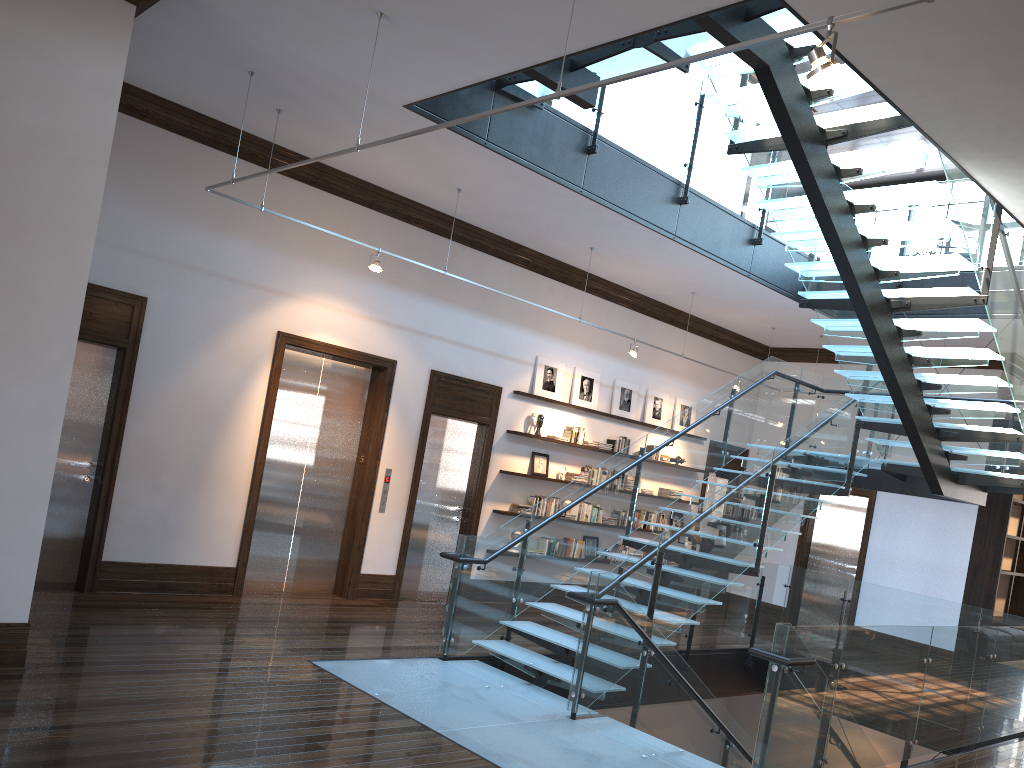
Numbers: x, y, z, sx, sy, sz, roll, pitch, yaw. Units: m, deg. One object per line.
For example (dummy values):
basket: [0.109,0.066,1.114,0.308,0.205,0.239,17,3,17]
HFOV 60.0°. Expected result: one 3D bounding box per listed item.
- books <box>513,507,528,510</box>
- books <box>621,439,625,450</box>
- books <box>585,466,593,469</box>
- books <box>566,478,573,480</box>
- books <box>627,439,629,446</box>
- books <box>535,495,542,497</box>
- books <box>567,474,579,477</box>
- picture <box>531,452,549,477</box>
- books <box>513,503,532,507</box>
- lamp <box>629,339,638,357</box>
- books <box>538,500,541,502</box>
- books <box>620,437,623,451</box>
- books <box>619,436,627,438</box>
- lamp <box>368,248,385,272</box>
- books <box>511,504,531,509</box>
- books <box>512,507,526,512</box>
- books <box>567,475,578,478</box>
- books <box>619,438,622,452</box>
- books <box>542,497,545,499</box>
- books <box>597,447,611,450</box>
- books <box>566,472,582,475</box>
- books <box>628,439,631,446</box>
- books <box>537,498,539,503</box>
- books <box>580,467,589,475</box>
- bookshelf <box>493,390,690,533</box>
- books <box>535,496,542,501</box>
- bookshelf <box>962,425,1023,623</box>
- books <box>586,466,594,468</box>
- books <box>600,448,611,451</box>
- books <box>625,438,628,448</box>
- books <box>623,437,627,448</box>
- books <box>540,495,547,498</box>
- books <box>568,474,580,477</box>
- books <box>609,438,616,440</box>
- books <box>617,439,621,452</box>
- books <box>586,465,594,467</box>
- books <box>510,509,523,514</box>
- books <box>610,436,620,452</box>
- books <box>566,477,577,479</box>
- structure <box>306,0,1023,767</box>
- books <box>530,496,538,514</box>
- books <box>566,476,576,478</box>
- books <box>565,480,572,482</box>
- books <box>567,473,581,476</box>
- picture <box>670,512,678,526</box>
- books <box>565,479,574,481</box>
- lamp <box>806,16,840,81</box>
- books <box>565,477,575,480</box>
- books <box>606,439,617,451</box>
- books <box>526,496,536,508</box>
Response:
books: [0.121,1.586,11.303,0.185,0.011,0.158,14,-7,-42]
books: [1.519,0.867,12.454,0.015,0.203,0.130,10,-1,-42]
books: [1.029,1.247,12.088,0.009,0.235,0.131,10,-1,-42]
books: [0.858,1.296,11.925,0.141,0.011,0.259,5,-7,43]
books: [1.570,0.876,12.490,0.024,0.209,0.146,10,-2,-42]
books: [0.323,1.575,11.504,0.011,0.252,0.114,10,-1,-42]
books: [0.865,1.242,11.928,0.141,0.011,0.258,5,-7,45]
picture: [0.366,1.046,11.505,0.303,0.299,0.077,12,-2,-42]
books: [0.129,1.547,11.309,0.217,0.014,0.134,14,-7,-42]
lamp: [1.499,-0.443,10.911,0.114,0.230,0.114,10,-1,2]
books: [0.306,1.594,11.464,0.013,0.202,0.155,10,-2,-42]
books: [1.479,0.849,12.409,0.011,0.217,0.154,10,-2,-42]
books: [1.550,0.857,12.489,0.011,0.239,0.138,10,-1,-42]
lamp: [-1.264,-1.158,8.311,0.113,0.230,0.114,9,-1,27]
books: [0.114,1.565,11.294,0.220,0.028,0.142,14,-6,-37]
books: [0.119,1.606,11.311,0.154,0.028,0.192,5,-7,42]
books: [0.864,1.253,11.927,0.141,0.011,0.259,5,-7,44]
books: [1.461,0.848,12.402,0.024,0.211,0.153,10,-2,-42]
books: [0.374,1.590,11.523,0.015,0.243,0.138,10,-1,-42]
books: [1.232,0.883,12.211,0.288,0.011,0.140,14,-7,-41]
books: [0.873,1.211,11.925,0.140,0.011,0.290,5,-7,43]
books: [1.590,0.880,12.518,0.023,0.214,0.162,10,-2,-42]
books: [0.272,1.574,11.447,0.021,0.226,0.137,10,-1,-42]
books: [0.979,1.245,12.040,0.006,0.213,0.141,10,-1,-42]
bookshelf: [1.384,1.477,12.406,4.111,2.052,0.199,14,-3,-42]
books: [0.323,1.580,11.486,0.012,0.240,0.127,10,-1,-42]
bookshelf: [7.051,2.389,12.562,1.797,3.512,0.398,11,-1,-42]
books: [1.045,1.246,12.090,0.006,0.243,0.138,10,-1,-42]
books: [1.232,0.893,12.209,0.141,0.011,0.257,5,-7,46]
books: [1.547,0.865,12.467,0.022,0.218,0.166,10,-2,-42]
books: [1.532,0.859,12.461,0.011,0.225,0.161,10,-2,-42]
books: [0.396,1.591,11.570,0.015,0.258,0.126,10,-1,-42]
books: [0.868,1.232,11.927,0.141,0.011,0.259,5,-7,44]
books: [1.381,0.842,12.335,0.042,0.184,0.126,10,-2,-42]
books: [1.437,0.856,12.356,0.028,0.180,0.165,10,-2,-42]
books: [1.053,1.243,12.110,0.033,0.254,0.136,10,-1,-42]
books: [0.112,1.633,11.305,0.237,0.028,0.142,14,-7,-42]
books: [1.416,0.837,12.346,0.022,0.208,0.155,10,-2,-42]
books: [0.859,1.274,11.928,0.258,0.011,0.141,14,-7,-40]
structure: [2.332,1.161,8.117,7.103,14.474,3.552,11,-1,-42]
books: [0.267,1.567,11.429,0.013,0.236,0.133,10,-1,-42]
books: [0.861,1.264,11.928,0.141,0.011,0.258,5,-7,45]
books: [0.850,1.316,11.929,0.289,0.011,0.140,14,-7,-41]
books: [0.867,1.221,11.930,0.289,0.011,0.140,14,-7,-41]
picture: [2.538,2.128,13.629,0.303,0.299,0.077,12,-2,-42]
books: [0.856,1.306,11.925,0.290,0.011,0.140,14,-6,-38]
lamp: [1.131,-1.203,3.193,0.113,0.230,0.115,9,-2,37]
books: [0.860,1.285,11.925,0.290,0.011,0.140,14,-6,-38]
books: [1.372,0.850,12.306,0.038,0.161,0.166,10,-2,-42]
books: [0.234,1.565,11.420,0.048,0.226,0.124,10,-1,-42]
